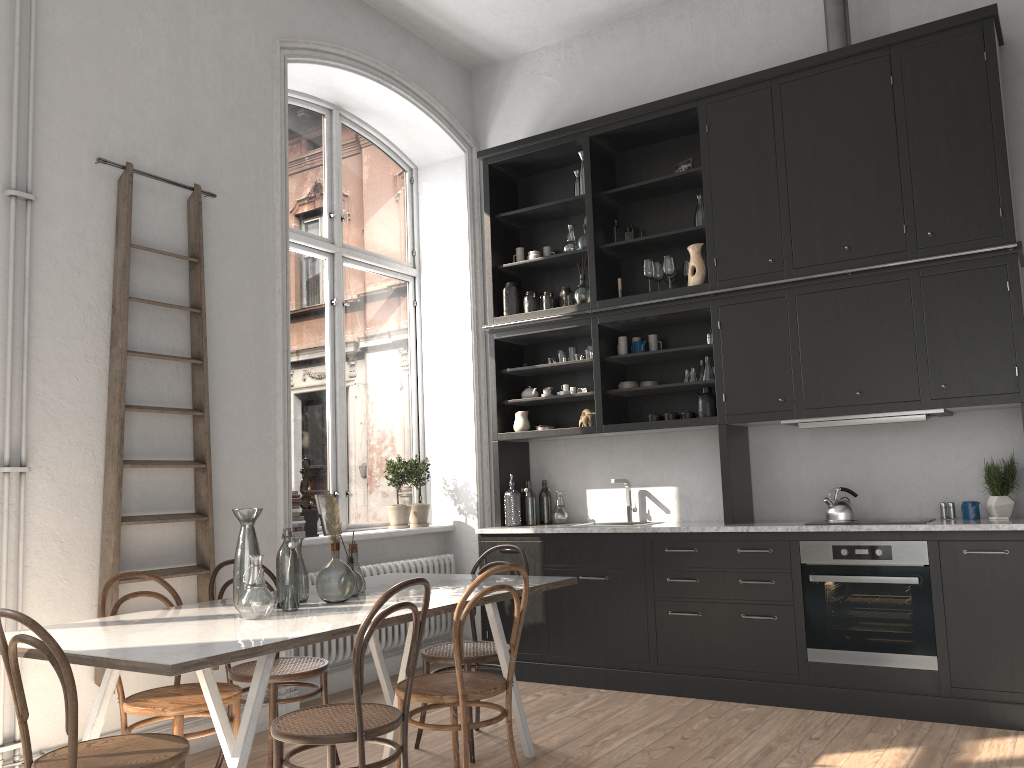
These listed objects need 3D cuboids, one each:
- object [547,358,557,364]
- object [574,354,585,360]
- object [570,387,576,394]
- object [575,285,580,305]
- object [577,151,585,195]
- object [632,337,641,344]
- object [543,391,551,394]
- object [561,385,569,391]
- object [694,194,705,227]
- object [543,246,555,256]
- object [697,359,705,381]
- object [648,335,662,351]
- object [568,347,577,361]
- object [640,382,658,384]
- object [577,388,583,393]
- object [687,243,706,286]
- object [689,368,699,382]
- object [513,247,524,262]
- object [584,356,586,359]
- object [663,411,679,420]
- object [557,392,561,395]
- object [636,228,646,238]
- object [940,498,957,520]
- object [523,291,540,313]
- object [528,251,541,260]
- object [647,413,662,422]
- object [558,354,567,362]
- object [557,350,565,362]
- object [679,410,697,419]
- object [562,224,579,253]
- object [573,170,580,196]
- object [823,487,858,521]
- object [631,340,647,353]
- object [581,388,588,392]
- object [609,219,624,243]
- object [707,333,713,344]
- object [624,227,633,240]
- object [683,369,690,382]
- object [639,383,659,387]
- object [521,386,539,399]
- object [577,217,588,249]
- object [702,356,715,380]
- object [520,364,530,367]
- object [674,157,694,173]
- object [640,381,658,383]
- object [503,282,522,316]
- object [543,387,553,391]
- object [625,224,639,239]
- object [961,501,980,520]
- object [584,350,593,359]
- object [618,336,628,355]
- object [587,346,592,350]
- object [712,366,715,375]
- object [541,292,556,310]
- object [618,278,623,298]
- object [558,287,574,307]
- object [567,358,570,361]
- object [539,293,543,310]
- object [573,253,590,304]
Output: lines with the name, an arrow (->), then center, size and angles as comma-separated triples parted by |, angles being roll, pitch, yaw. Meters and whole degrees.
object -> 0.274, -0.148, 6.039 | 0.071, 0.047, 0.072 | 0, -7, -20
object -> 0.449, -0.170, 5.904 | 0.071, 0.047, 0.072 | 0, -7, -20
object -> 0.406, 0.049, 5.929 | 0.049, 0.054, 0.039 | 2, -8, -32
object -> 0.469, -0.581, 6.050 | 0.082, 0.185, 0.082 | -6, -8, 33
object -> 0.498, -1.408, 6.025 | 0.100, 0.330, 0.097 | -6, -7, 29
object -> 0.815, -0.236, 5.840 | 0.082, 0.135, 0.059 | 1, -7, -29
object -> 0.241, 0.064, 6.068 | 0.056, 0.033, 0.058 | -3, -7, 7
object -> 0.361, 0.033, 5.984 | 0.039, 0.055, 0.049 | 3, -8, -37
object -> 1.209, -1.072, 5.638 | 0.110, 0.254, 0.100 | -2, -6, -2
object -> 0.259, -0.902, 6.274 | 0.059, 0.135, 0.082 | 2, -8, -34
object -> 1.197, -0.076, 5.567 | 0.083, 0.158, 0.083 | -8, -9, 43
object -> 0.929, -0.250, 5.760 | 0.082, 0.135, 0.059 | -4, -7, 15
object -> 0.408, -0.192, 5.964 | 0.060, 0.107, 0.060 | 1, -7, -30
object -> 0.893, 0.013, 5.768 | 0.124, 0.036, 0.124 | -5, -7, 20
object -> 0.460, 0.051, 5.944 | 0.049, 0.040, 0.056 | -3, -7, 5
object -> 1.132, -0.721, 5.435 | 0.094, 0.266, 0.116 | 0, -7, -16
object -> 1.121, -0.052, 5.472 | 0.058, 0.094, 0.058 | 0, -7, -18
object -> 0.054, -0.892, 6.291 | 0.059, 0.135, 0.082 | 1, -7, -29
object -> 0.484, -0.162, 5.981 | 0.071, 0.047, 0.072 | 2, -8, -29
object -> 0.982, 0.199, 5.470 | 0.104, 0.059, 0.088 | -3, -7, 11
object -> 0.335, 0.073, 6.060 | 0.056, 0.033, 0.058 | 3, -9, -40
object -> 0.853, -0.968, 5.843 | 0.044, 0.121, 0.058 | 2, -7, -30
object -> 2.348, 0.672, 4.781 | 0.080, 0.116, 0.040 | -7, -8, 37
object -> 0.134, -0.550, 6.090 | 0.114, 0.155, 0.114 | -7, -8, 36
object -> 0.158, -0.881, 6.252 | 0.096, 0.095, 0.096 | 1, -7, -23
object -> 0.891, 0.210, 5.537 | 0.104, 0.059, 0.088 | -5, -7, 21
object -> 0.341, -0.167, 5.991 | 0.064, 0.069, 0.064 | -1, -7, -10
object -> 0.340, -0.175, 6.088 | 0.060, 0.107, 0.060 | -2, -6, 0
object -> 1.078, 0.191, 5.435 | 0.088, 0.059, 0.104 | -8, -9, 41
object -> 0.408, -0.976, 6.056 | 0.132, 0.219, 0.132 | -3, -6, 7
object -> 0.458, -1.347, 6.106 | 0.070, 0.231, 0.067 | -6, -7, 29
object -> 1.841, 0.671, 4.975 | 0.171, 0.185, 0.171 | -8, -9, 43
object -> 0.821, -0.228, 5.730 | 0.082, 0.093, 0.140 | -2, -7, -2
object -> 0.485, 0.045, 5.938 | 0.048, 0.041, 0.058 | -3, -7, 10
object -> 0.694, -0.996, 5.883 | 0.084, 0.199, 0.065 | 2, -8, -35
object -> 1.238, -0.284, 5.488 | 0.040, 0.116, 0.080 | 3, -8, -37
object -> 0.764, -0.967, 5.822 | 0.053, 0.124, 0.041 | -2, -6, -1
object -> 1.095, -0.043, 5.539 | 0.058, 0.094, 0.058 | 0, -7, -18
object -> 0.893, 0.021, 5.767 | 0.132, 0.038, 0.132 | -1, -7, -10
object -> 0.124, 0.066, 6.178 | 0.125, 0.100, 0.140 | -4, -7, 14
object -> 0.495, -1.051, 5.967 | 0.123, 0.340, 0.119 | 3, -8, -38
object -> 1.200, -0.092, 5.427 | 0.083, 0.158, 0.083 | -4, -7, 17
object -> 0.094, -0.114, 6.263 | 0.071, 0.047, 0.072 | 0, -7, -20
object -> 1.113, -1.366, 5.686 | 0.056, 0.121, 0.167 | 2, -8, -32
object -> 0.892, 0.005, 5.769 | 0.112, 0.036, 0.113 | 0, -7, -15
object -> 0.002, -0.579, 6.154 | 0.118, 0.238, 0.118 | -4, -7, 18
object -> 0.241, 0.045, 6.070 | 0.055, 0.047, 0.058 | 4, -9, -42
object -> 0.806, -0.982, 5.942 | 0.065, 0.176, 0.084 | 2, -8, -35
object -> 2.433, 0.670, 4.700 | 0.082, 0.093, 0.140 | -5, -7, 22
object -> 0.511, -0.189, 5.861 | 0.064, 0.069, 0.064 | -5, -7, 25
object -> 0.725, -0.237, 5.798 | 0.059, 0.135, 0.082 | -2, -6, 0
object -> 0.532, -0.200, 5.936 | 0.060, 0.107, 0.060 | -3, -6, 5
object -> 1.269, -0.054, 5.549 | 0.067, 0.108, 0.067 | -5, -7, 21
object -> 0.250, -0.552, 6.081 | 0.096, 0.150, 0.097 | -5, -7, 21
object -> 0.703, -0.612, 5.769 | 0.123, 0.161, 0.123 | -8, -9, 41
object -> 0.375, -0.570, 6.116 | 0.092, 0.184, 0.092 | 4, -9, -43
object -> 0.409, -0.152, 6.049 | 0.071, 0.047, 0.072 | -5, -7, 20
object -> 0.237, -0.547, 6.228 | 0.092, 0.184, 0.092 | -2, -6, -2
object -> 0.466, -0.692, 5.855 | 0.134, 0.357, 0.134 | -1, -6, -12
